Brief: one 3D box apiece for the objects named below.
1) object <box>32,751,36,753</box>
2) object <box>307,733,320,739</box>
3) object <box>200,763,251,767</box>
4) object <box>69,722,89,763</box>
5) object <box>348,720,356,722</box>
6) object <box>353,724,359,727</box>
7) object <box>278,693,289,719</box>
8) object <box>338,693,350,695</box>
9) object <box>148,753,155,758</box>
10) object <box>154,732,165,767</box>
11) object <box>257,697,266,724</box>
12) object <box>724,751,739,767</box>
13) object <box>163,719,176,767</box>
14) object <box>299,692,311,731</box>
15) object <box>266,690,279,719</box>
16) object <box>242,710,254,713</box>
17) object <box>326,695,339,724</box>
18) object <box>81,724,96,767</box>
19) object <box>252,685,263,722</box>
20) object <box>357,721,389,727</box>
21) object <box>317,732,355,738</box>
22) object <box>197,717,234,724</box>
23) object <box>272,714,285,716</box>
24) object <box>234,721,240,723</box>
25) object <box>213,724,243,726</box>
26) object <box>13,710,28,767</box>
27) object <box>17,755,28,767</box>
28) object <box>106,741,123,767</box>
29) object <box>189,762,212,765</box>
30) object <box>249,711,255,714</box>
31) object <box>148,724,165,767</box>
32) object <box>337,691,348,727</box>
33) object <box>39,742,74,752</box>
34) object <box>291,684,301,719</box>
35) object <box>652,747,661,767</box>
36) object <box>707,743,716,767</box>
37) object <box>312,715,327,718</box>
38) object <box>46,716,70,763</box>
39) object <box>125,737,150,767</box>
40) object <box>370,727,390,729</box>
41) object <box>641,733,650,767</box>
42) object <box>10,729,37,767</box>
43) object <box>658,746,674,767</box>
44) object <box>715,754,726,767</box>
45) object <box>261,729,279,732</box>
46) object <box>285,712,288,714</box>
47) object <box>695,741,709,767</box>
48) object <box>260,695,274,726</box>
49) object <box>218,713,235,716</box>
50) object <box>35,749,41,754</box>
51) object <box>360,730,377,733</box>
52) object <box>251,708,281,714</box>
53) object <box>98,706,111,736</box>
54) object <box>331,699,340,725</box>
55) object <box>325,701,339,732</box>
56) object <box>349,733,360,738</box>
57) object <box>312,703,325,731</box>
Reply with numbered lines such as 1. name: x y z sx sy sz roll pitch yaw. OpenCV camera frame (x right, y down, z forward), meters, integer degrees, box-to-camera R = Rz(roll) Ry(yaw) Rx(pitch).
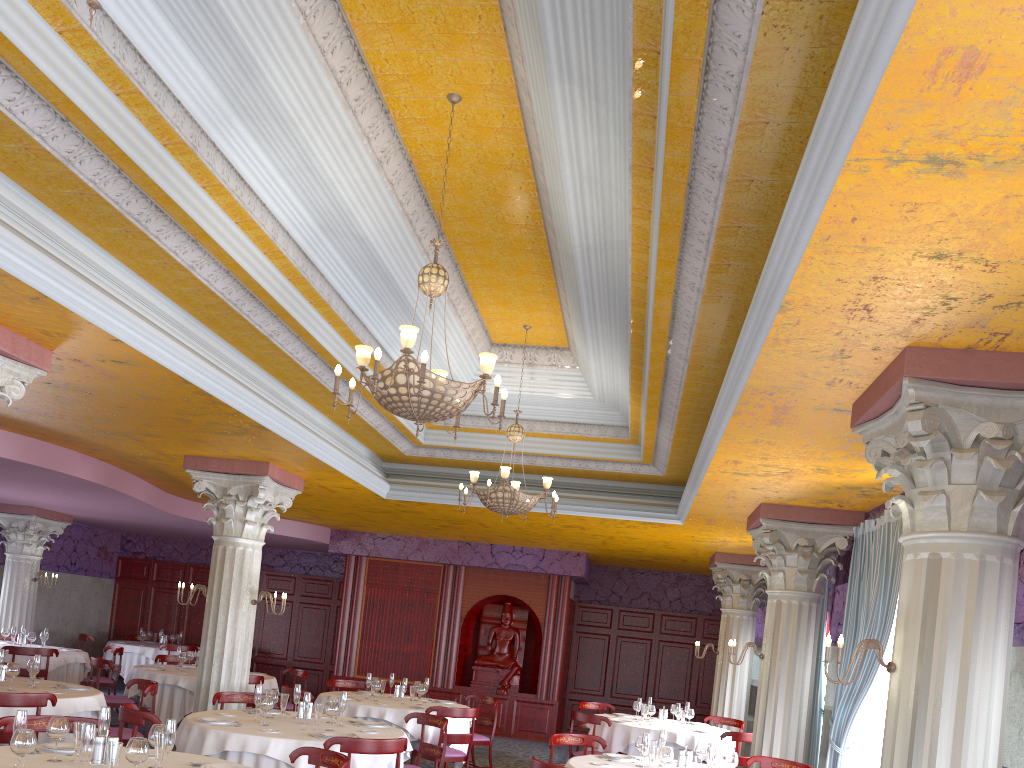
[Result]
1. object: -2.981 2.259 5.296 0.056 0.019 0.261 15 -18 -30
2. object: -1.653 2.949 7.169 0.028 0.013 0.235 15 -18 -34
3. object: -1.767 2.390 5.306 0.312 0.023 0.326 4 -16 8
4. object: -2.590 2.142 5.121 0.085 0.234 0.087 6 -3 11
5. object: -1.507 3.343 8.482 0.263 0.019 0.055 16 -18 -32
6. object: -1.491 3.264 8.189 0.030 0.010 0.140 15 -18 -31
7. object: -2.175 3.067 8.151 0.085 0.234 0.087 6 -3 11
8. object: -2.200 4.074 11.239 0.162 0.009 0.161 16 -19 -30
9. object: -2.335 2.403 5.534 0.158 0.009 0.165 -3 -18 28
10. object: -2.086 2.182 5.072 0.087 0.234 0.085 8 -4 -34
11. object: -2.222 2.915 7.644 0.085 0.234 0.088 4 -4 34
12. object: 1.792 3.154 7.035 0.124 0.260 0.123 8 -4 -22
13. object: -1.997 2.115 4.976 0.073 0.330 0.075 4 -3 45
14. object: -1.810 2.872 7.513 0.073 0.330 0.075 4 -3 45
15. object: -2.276 3.027 8.095 0.124 0.260 0.123 8 -4 -22
16. object: -2.566 3.184 8.327 0.056 0.019 0.261 15 -18 -30
17. object: -1.726 3.118 8.206 0.121 0.260 0.125 5 -4 22
18. object: -2.224 1.947 4.482 0.073 0.330 0.075 4 -3 45
19. object: -2.301 2.886 7.743 0.074 0.330 0.074 6 -2 0
20. object: -1.353 3.314 8.336 0.313 0.023 0.325 -6 -20 37
21. object: -1.494 2.987 7.262 0.312 0.023 0.326 4 -16 8
22. object: -2.563 2.915 7.407 0.312 0.023 0.326 4 -16 8
23. object: -2.276 3.224 8.342 0.142 0.010 0.030 17 -18 -33
24. object: -2.427 2.979 7.553 0.030 0.010 0.140 15 -18 -31
25. object: -2.410 2.891 7.261 0.263 0.019 0.055 16 -18 -32
26. object: -2.716 1.961 4.713 0.073 0.330 0.075 4 -3 45
27. object: -2.637 1.990 4.614 0.085 0.234 0.088 4 -4 34
28. object: -2.133 2.030 4.565 0.086 0.234 0.086 7 -3 -11
29. object: -1.921 2.418 5.451 0.263 0.019 0.055 16 -18 -32
30. object: -2.538 3.203 8.352 0.022 0.003 0.256 17 -19 -34
31. object: -2.140 2.193 5.176 0.121 0.260 0.125 5 -4 22
32. object: -1.582 3.039 8.006 0.075 0.330 0.074 7 -2 -22
33. object: -2.836 2.317 5.450 0.312 0.023 0.326 4 -16 8
34. object: -2.073 3.054 8.236 0.073 0.330 0.075 4 -3 45
35. object: 1.184 3.100 7.027 0.085 0.234 0.088 4 -4 34
36. object: 1.596 3.057 6.895 0.073 0.330 0.075 4 -3 45
37. object: -1.921 3.328 8.565 0.158 0.009 0.165 4 -16 8
38. object: -2.691 2.102 5.065 0.121 0.260 0.125 5 -4 22
39. object: -2.029 2.044 4.622 0.121 0.260 0.125 5 -4 22
40. object: -1.261 3.284 8.177 0.238 0.013 0.028 18 -18 -36
41. object: 1.105 3.072 7.125 0.073 0.330 0.075 5 -2 23
42. object: -2.579 1.953 4.511 0.122 0.260 0.124 6 -4 0
43. object: 1.241 3.063 6.924 0.124 0.260 0.123 8 -4 -22
44. object: 1.688 3.140 6.978 0.086 0.234 0.086 7 -3 -11
45. object: -2.039 2.924 7.219 0.163 0.009 0.160 20 -21 -39
46. object: -2.264 3.292 8.574 0.028 0.013 0.235 15 -18 -34
47. object: 1.680 3.303 7.589 0.122 0.260 0.124 6 -4 0
48. object: -2.165 2.878 7.542 0.122 0.260 0.124 6 -4 0
49. object: -2.649 3.072 7.953 0.162 0.009 0.161 16 -19 -30
50. object: -2.953 2.278 5.321 0.022 0.003 0.256 17 -19 -34
51. object: -1.310 3.180 7.831 0.163 0.009 0.160 20 -21 -39
52. object: -2.422 3.242 8.481 0.315 0.023 0.323 9 -16 -11
53. object: -2.488 2.129 5.206 0.073 0.330 0.075 4 -3 45
54. object: -1.671 3.107 8.103 0.085 0.234 0.087 6 -3 11
55. object: -1.614 2.969 7.652 0.124 0.260 0.123 8 -4 -22
56. object: -1.350 3.050 7.416 0.056 0.019 0.261 15 -18 -30
57. object: -1.718 2.955 7.596 0.085 0.234 0.088 4 -4 34
